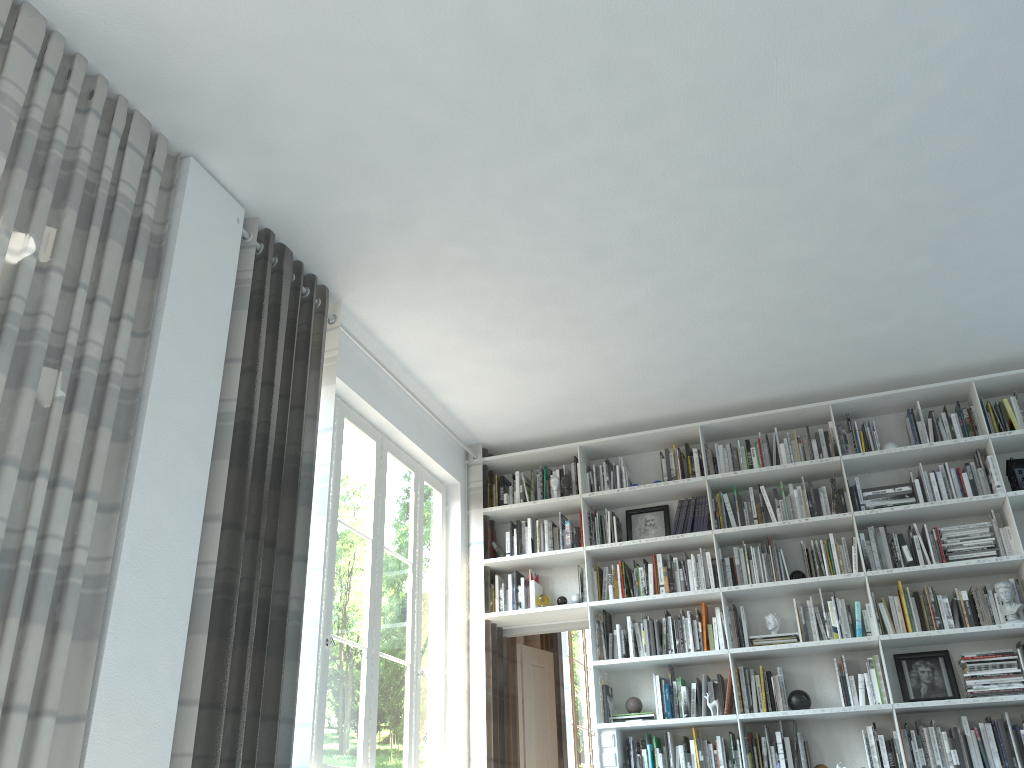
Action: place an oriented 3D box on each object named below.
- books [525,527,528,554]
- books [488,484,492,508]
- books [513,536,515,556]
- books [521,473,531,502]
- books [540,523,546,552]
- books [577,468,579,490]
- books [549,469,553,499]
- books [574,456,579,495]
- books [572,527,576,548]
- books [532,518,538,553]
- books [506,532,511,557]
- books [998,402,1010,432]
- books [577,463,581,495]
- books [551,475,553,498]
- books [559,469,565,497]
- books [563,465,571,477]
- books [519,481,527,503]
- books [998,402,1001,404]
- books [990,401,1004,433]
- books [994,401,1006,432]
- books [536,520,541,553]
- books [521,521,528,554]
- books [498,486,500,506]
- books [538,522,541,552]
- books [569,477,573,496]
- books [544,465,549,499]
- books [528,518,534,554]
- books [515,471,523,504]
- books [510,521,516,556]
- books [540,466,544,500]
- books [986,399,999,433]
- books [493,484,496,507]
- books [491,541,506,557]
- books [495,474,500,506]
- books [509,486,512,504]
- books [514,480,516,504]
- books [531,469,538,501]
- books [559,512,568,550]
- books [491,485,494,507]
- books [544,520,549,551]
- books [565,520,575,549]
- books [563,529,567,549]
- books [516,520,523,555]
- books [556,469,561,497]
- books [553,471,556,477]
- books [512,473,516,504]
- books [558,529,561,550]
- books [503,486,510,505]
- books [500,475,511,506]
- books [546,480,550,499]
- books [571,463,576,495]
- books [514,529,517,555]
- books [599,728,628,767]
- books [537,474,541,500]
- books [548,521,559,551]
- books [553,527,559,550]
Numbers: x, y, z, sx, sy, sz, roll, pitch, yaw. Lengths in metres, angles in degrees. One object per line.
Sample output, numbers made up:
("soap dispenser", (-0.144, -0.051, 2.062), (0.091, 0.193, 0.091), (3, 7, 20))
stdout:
("books", (0.130, 1.137, 6.206), (0.024, 0.238, 0.156), (-10, -28, 17))
("books", (-0.141, 0.858, 6.426), (0.014, 0.218, 0.189), (-10, -28, 17))
("books", (0.042, 1.178, 6.231), (0.024, 0.191, 0.138), (-10, -28, 17))
("books", (0.126, 0.785, 6.347), (0.057, 0.261, 0.191), (-10, -28, 17))
("books", (0.234, 1.107, 6.162), (0.022, 0.243, 0.174), (-10, -28, 17))
("books", (0.497, 0.728, 6.256), (0.025, 0.258, 0.139), (-10, -28, 17))
("books", (0.296, 0.760, 6.323), (0.013, 0.274, 0.159), (-10, -28, 17))
("books", (0.475, 0.694, 6.274), (0.014, 0.336, 0.168), (-10, -28, 17))
("books", (0.450, 1.099, 6.105), (0.029, 0.195, 0.147), (-10, -28, 17))
("books", (0.185, 1.099, 6.195), (0.037, 0.290, 0.156), (-10, -28, 17))
("books", (-0.001, 1.168, 6.237), (0.034, 0.216, 0.167), (-10, -28, 17))
("books", (3.026, 0.254, 5.457), (0.015, 0.232, 0.171), (-10, -28, 17))
("books", (0.508, 0.711, 6.215), (0.024, 0.250, 0.236), (-10, -28, 17))
("books", (0.312, 0.778, 6.306), (0.021, 0.225, 0.157), (-10, -28, 17))
("books", (0.376, 0.748, 6.288), (0.027, 0.258, 0.147), (-10, -28, 17))
("books", (0.399, 0.736, 6.299), (0.013, 0.290, 0.155), (-10, -28, 17))
("books", (0.097, 0.818, 6.349), (0.030, 0.205, 0.176), (-10, -28, 17))
("books", (3.047, 0.254, 5.490), (0.007, 0.263, 0.133), (-10, -28, 17))
("books", (2.998, 0.252, 5.480), (0.034, 0.259, 0.158), (-10, -28, 17))
("books", (3.020, 0.251, 5.481), (0.008, 0.261, 0.143), (-10, -28, 17))
("books", (0.206, 1.102, 6.176), (0.013, 0.267, 0.162), (-10, -28, 17))
("books", (0.105, 1.120, 6.226), (0.028, 0.286, 0.133), (-10, -28, 17))
("books", (-0.063, 0.857, 6.402), (0.024, 0.194, 0.168), (-10, -28, 17))
("books", (0.218, 1.108, 6.167), (0.012, 0.247, 0.193), (-10, -28, 17))
("books", (0.439, 0.772, 6.256), (0.028, 0.184, 0.168), (-10, -28, 17))
("books", (0.255, 0.752, 6.348), (0.029, 0.313, 0.129), (-10, -28, 17))
("books", (0.151, 1.099, 6.185), (0.021, 0.284, 0.179), (-10, -28, 17))
("books", (0.072, 0.793, 6.383), (0.028, 0.282, 0.190), (-10, -28, 17))
("books", (0.020, 1.130, 6.250), (0.011, 0.295, 0.163), (-10, -28, 17))
("books", (0.231, 0.756, 6.343), (0.014, 0.302, 0.146), (-10, -28, 17))
("books", (2.982, 0.252, 5.498), (0.007, 0.278, 0.151), (-10, -28, 17))
("books", (-0.097, 0.854, 6.425), (0.023, 0.222, 0.151), (-10, -28, 17))
("books", (-0.070, 1.205, 6.259), (0.121, 0.175, 0.130), (-11, -28, 17))
("books", (-0.083, 0.819, 6.426), (0.014, 0.284, 0.176), (-10, -28, 17))
("books", (0.020, 0.851, 6.396), (0.031, 0.194, 0.145), (-10, -28, 17))
("books", (0.052, 0.827, 6.386), (0.024, 0.226, 0.158), (-10, -28, 17))
("books", (0.176, 0.774, 6.351), (0.039, 0.281, 0.182), (-10, -28, 17))
("books", (0.365, 1.056, 6.134), (0.012, 0.302, 0.190), (-10, -28, 17))
("books", (-0.116, 0.860, 6.441), (0.024, 0.227, 0.130), (-10, -28, 17))
("books", (0.265, 1.093, 6.154), (0.025, 0.259, 0.167), (-10, -28, 17))
("books", (0.413, 1.077, 6.097), (0.029, 0.228, 0.192), (-10, -28, 17))
("books", (0.392, 1.113, 6.114), (0.031, 0.181, 0.152), (-10, -28, 17))
("books", (0.074, 1.117, 6.213), (0.023, 0.281, 0.186), (-10, -28, 17))
("books", (0.354, 0.757, 6.296), (0.021, 0.252, 0.180), (-10, -28, 17))
("books", (0.329, 0.761, 6.292), (0.025, 0.242, 0.168), (-10, -28, 17))
("books", (0.032, 0.802, 6.396), (0.010, 0.280, 0.161), (-10, -28, 17))
("books", (0.355, 1.117, 6.137), (0.029, 0.196, 0.144), (-10, -28, 17))
("books", (-0.016, 0.850, 6.382), (0.028, 0.185, 0.182), (-10, -28, 17))
("books", (-0.043, 0.817, 6.407), (0.025, 0.268, 0.178), (-10, -28, 17))
("books", (0.277, 0.799, 6.303), (0.024, 0.186, 0.160), (-10, -28, 17))
("books", (0.461, 0.722, 6.272), (0.022, 0.285, 0.176), (-10, -28, 17))
("books", (0.055, 1.147, 6.211), (0.023, 0.227, 0.172), (-10, -28, 17))
("books", (0.625, 2.286, 5.383), (0.106, 0.338, 0.308), (-10, -28, 17))
("books", (0.216, 0.787, 6.351), (0.030, 0.256, 0.130), (-10, -28, 17))
("books", (0.291, 1.092, 6.143), (0.030, 0.249, 0.166), (-10, -28, 17))
("books", (0.326, 1.112, 6.141), (0.028, 0.211, 0.139), (-10, -28, 17))
